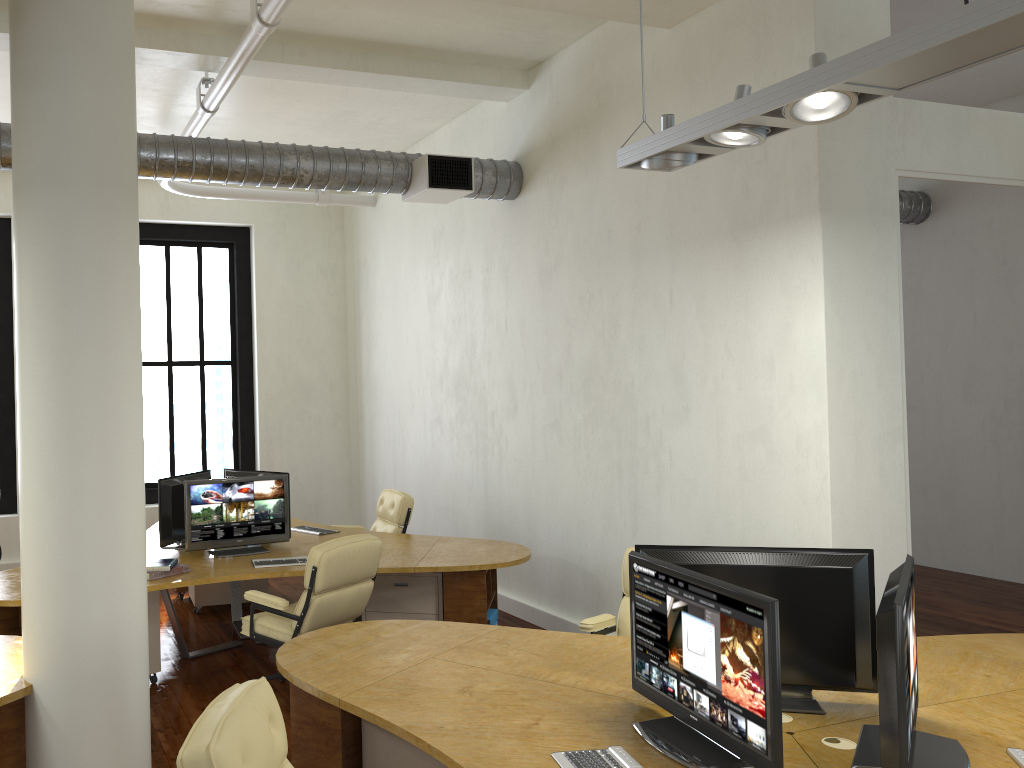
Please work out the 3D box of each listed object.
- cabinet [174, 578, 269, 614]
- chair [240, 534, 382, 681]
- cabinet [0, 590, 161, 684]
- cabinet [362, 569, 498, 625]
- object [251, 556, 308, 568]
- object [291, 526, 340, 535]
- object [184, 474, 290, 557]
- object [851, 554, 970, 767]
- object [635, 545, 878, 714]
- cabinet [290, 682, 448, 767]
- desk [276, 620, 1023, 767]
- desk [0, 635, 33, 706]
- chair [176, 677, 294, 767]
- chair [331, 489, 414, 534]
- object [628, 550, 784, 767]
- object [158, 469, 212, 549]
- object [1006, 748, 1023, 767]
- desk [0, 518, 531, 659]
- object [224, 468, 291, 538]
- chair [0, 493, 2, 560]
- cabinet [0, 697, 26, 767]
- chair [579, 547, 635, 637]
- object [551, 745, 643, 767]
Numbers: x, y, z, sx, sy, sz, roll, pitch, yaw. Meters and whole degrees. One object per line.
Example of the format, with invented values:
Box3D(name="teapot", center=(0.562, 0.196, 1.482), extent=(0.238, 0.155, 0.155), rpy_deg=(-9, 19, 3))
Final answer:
Box3D(name="cabinet", center=(-2.664, 1.652, 8.213), extent=(0.835, 0.709, 0.942), rpy_deg=(-1, 0, -21))
Box3D(name="chair", center=(-1.266, 1.445, 5.576), extent=(0.856, 1.021, 0.649), rpy_deg=(-2, -1, 34))
Box3D(name="cabinet", center=(-2.870, 1.644, 5.827), extent=(0.974, 0.709, 0.802), rpy_deg=(-2, -1, 39))
Box3D(name="cabinet", center=(-0.584, 1.590, 6.429), extent=(0.927, 0.709, 0.850), rpy_deg=(-2, 0, 10))
Box3D(name="object", center=(-1.543, 1.218, 6.087), extent=(0.457, 0.016, 0.238), rpy_deg=(-1, 0, -13))
Box3D(name="object", center=(-1.686, 1.230, 7.481), extent=(0.523, 0.016, 0.207), rpy_deg=(-2, 0, 44))
Box3D(name="object", center=(-2.012, 0.964, 6.527), extent=(0.744, 0.552, 0.315), rpy_deg=(-1, -1, -28))
Box3D(name="object", center=(1.212, 0.861, 2.710), extent=(0.317, 0.552, 0.738), rpy_deg=(-2, -1, 27))
Box3D(name="object", center=(0.882, 0.873, 3.257), extent=(0.845, 0.552, 0.277), rpy_deg=(-2, -1, 13))
Box3D(name="cabinet", center=(-0.346, 1.569, 3.850), extent=(0.976, 0.709, 0.801), rpy_deg=(-2, -1, 34))
Box3D(name="desk", center=(0.576, 1.524, 3.162), extent=(3.847, 0.734, 3.518), rpy_deg=(-2, 0, 35))
Box3D(name="desk", center=(-3.877, 1.634, 2.905), extent=(3.689, 0.734, 3.692), rpy_deg=(-2, 0, 13))
Box3D(name="chair", center=(-0.482, 1.408, 2.491), extent=(0.801, 1.021, 0.700), rpy_deg=(-2, -1, 5))
Box3D(name="chair", center=(-1.300, 1.459, 7.822), extent=(0.736, 1.021, 0.760), rpy_deg=(-1, -1, -21))
Box3D(name="object", center=(0.584, 0.878, 2.840), extent=(0.277, 0.552, 0.847), rpy_deg=(-1, 0, -20))
Box3D(name="object", center=(-2.552, 0.980, 6.942), extent=(0.306, 0.552, 0.767), rpy_deg=(-2, 0, 11))
Box3D(name="object", center=(1.595, 1.119, 2.458), extent=(0.241, 0.016, 0.451), rpy_deg=(-2, 0, 11))
Box3D(name="desk", center=(-2.215, 1.617, 7.199), extent=(3.675, 0.734, 3.705), rpy_deg=(-1, 0, -20))
Box3D(name="object", center=(-2.047, 0.968, 7.113), extent=(0.889, 0.552, 0.263), rpy_deg=(-2, -1, 40))
Box3D(name="chair", center=(-6.445, 1.505, 4.816), extent=(1.035, 1.158, 7.204), rpy_deg=(-2, 0, 30))
Box3D(name="cabinet", center=(-2.597, 1.625, 3.732), extent=(0.974, 0.709, 0.802), rpy_deg=(-2, -1, 42))
Box3D(name="chair", center=(0.768, 1.388, 4.519), extent=(0.786, 1.021, 0.707), rpy_deg=(-2, -1, 34))
Box3D(name="object", center=(0.301, 1.152, 2.563), extent=(0.222, 0.016, 0.491), rpy_deg=(-1, 0, -14))
